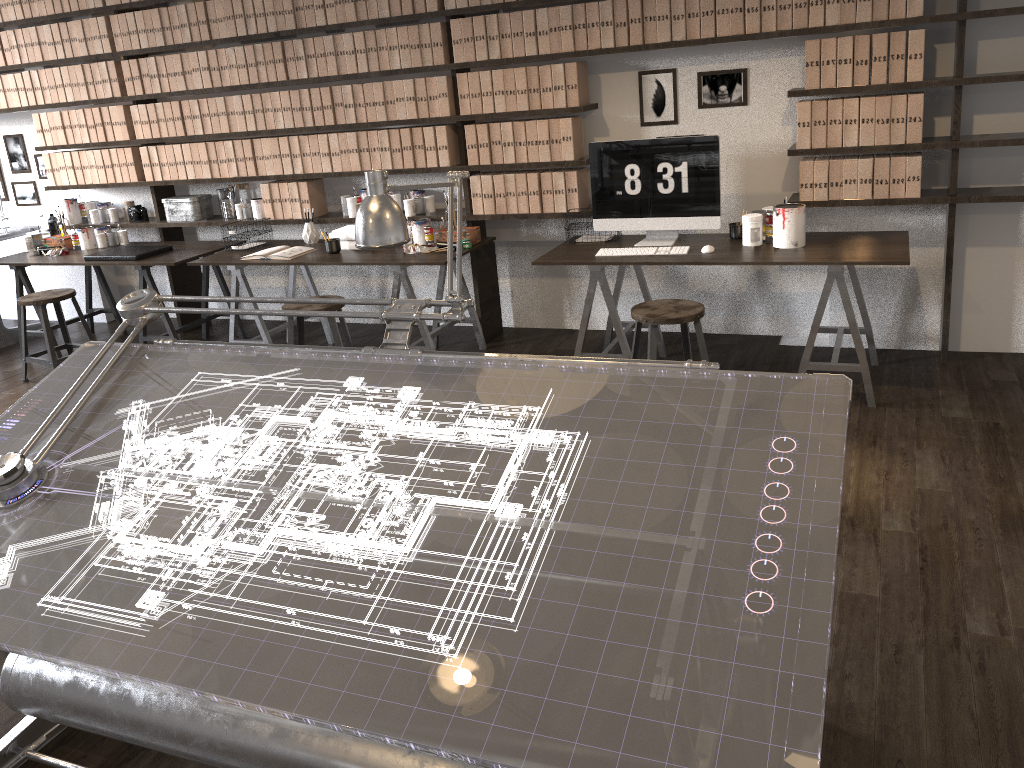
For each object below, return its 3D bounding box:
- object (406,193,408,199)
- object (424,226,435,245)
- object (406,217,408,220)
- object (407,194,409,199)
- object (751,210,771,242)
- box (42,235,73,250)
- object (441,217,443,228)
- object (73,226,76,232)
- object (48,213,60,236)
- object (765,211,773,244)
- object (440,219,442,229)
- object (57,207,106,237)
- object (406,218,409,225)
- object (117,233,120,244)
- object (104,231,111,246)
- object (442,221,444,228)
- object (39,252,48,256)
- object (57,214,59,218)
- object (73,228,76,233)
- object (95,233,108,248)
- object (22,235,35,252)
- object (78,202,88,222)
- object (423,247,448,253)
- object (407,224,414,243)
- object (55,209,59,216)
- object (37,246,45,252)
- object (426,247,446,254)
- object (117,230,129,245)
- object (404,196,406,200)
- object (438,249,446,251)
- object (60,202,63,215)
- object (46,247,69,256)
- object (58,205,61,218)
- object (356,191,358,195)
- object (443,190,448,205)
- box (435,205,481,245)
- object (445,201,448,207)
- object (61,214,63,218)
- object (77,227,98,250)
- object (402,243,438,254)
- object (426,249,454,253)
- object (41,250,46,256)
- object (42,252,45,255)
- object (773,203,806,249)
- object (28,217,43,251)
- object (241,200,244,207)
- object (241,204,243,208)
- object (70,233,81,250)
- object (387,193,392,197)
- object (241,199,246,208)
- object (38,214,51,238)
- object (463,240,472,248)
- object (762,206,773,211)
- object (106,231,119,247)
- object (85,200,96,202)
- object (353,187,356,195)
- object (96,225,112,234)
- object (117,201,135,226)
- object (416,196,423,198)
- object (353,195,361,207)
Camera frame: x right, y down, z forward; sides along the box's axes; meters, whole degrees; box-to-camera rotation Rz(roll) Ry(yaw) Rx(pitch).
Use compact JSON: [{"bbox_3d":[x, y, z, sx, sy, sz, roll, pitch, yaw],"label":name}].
[{"bbox_3d":[-0.612,-1.068,5.226,0.004,0.133,0.030,1,18,19],"label":"object"},{"bbox_3d":[-0.459,-0.820,4.915,0.050,0.110,0.050,3,19,26],"label":"object"},{"bbox_3d":[-0.596,-0.904,5.147,0.030,0.131,0.004,4,19,28],"label":"object"},{"bbox_3d":[-0.605,-1.071,5.231,0.005,0.117,0.036,1,18,20],"label":"object"},{"bbox_3d":[1.203,-0.761,4.272,0.097,0.141,0.097,10,23,39],"label":"object"},{"bbox_3d":[-3.080,-0.968,6.059,0.212,0.082,0.139,3,20,23],"label":"box"},{"bbox_3d":[-0.391,-0.858,4.941,0.033,0.145,0.005,2,18,23],"label":"object"},{"bbox_3d":[-2.965,-1.003,6.035,0.033,0.145,0.005,2,19,24],"label":"object"},{"bbox_3d":[-3.186,-1.074,6.176,0.069,0.226,0.069,1,18,20],"label":"object"},{"bbox_3d":[1.233,-0.737,4.191,0.068,0.152,0.069,-5,17,1],"label":"object"},{"bbox_3d":[-0.401,-0.857,4.940,0.040,0.128,0.005,2,18,22],"label":"object"},{"bbox_3d":[-2.958,-1.119,6.119,0.077,0.144,0.348,12,25,44],"label":"object"},{"bbox_3d":[-0.591,-0.902,5.139,0.036,0.116,0.005,4,19,29],"label":"object"},{"bbox_3d":[-2.690,-0.995,6.049,0.054,0.079,0.054,3,19,24],"label":"object"},{"bbox_3d":[-2.732,-0.986,6.002,0.045,0.099,0.045,2,19,23],"label":"object"},{"bbox_3d":[-0.391,-0.861,4.960,0.040,0.122,0.005,1,18,20],"label":"object"},{"bbox_3d":[-3.110,-0.867,5.886,0.006,0.006,0.159,-4,19,4],"label":"object"},{"bbox_3d":[-3.061,-1.084,6.017,0.005,0.151,0.037,1,18,19],"label":"object"},{"bbox_3d":[-2.959,-1.002,6.027,0.040,0.128,0.005,3,19,25],"label":"object"},{"bbox_3d":[-2.756,-0.964,5.947,0.062,0.093,0.062,-14,19,-24],"label":"object"},{"bbox_3d":[-3.309,-0.962,6.073,0.068,0.103,0.069,4,20,27],"label":"object"},{"bbox_3d":[-3.050,-1.224,6.308,0.050,0.137,0.051,1,18,21],"label":"object"},{"bbox_3d":[-0.398,-0.718,4.738,0.171,0.017,0.011,-8,18,-7],"label":"object"},{"bbox_3d":[-0.577,-0.864,5.086,0.045,0.099,0.045,2,19,23],"label":"object"},{"bbox_3d":[-3.063,-1.100,6.024,0.071,0.183,0.008,3,19,24],"label":"object"},{"bbox_3d":[-3.200,-0.919,6.023,0.049,0.037,0.050,1,20,20],"label":"object"},{"bbox_3d":[-0.405,-0.714,4.736,0.006,0.006,0.158,11,25,42],"label":"object"},{"bbox_3d":[-2.627,-0.990,5.988,0.062,0.093,0.062,-11,18,-16],"label":"object"},{"bbox_3d":[-0.624,-1.063,5.240,0.004,0.103,0.035,1,18,21],"label":"object"},{"bbox_3d":[-0.402,-0.713,4.748,0.119,0.006,0.008,-11,19,-16],"label":"object"},{"bbox_3d":[-3.050,-1.123,6.025,0.007,0.225,0.021,6,20,34],"label":"object"},{"bbox_3d":[-3.010,-0.880,5.854,0.133,0.050,0.198,-19,23,-34],"label":"object"},{"bbox_3d":[-3.054,-1.107,6.006,0.007,0.211,0.055,-15,19,-29],"label":"object"},{"bbox_3d":[-0.938,-1.122,5.451,0.035,0.128,0.004,5,20,30],"label":"object"},{"bbox_3d":[-0.347,-0.957,4.863,0.055,0.211,0.007,5,20,30],"label":"object"},{"bbox_3d":[-0.301,-0.869,4.857,0.212,0.204,0.139,3,19,23],"label":"box"},{"bbox_3d":[-0.339,-0.930,4.860,0.038,0.151,0.008,-10,18,-16],"label":"object"},{"bbox_3d":[-3.043,-1.085,6.027,0.005,0.150,0.045,-7,17,-6],"label":"object"},{"bbox_3d":[-2.864,-0.983,5.973,0.105,0.139,0.105,0,18,16],"label":"object"},{"bbox_3d":[-0.497,-0.738,4.786,0.197,0.050,0.134,-7,19,-5],"label":"object"},{"bbox_3d":[-0.385,-0.712,4.740,0.158,0.005,0.005,-9,18,-10],"label":"object"},{"bbox_3d":[-3.113,-0.872,5.892,0.011,0.017,0.173,-17,22,-32],"label":"object"},{"bbox_3d":[-3.122,-0.867,5.903,0.005,0.005,0.159,-16,22,-29],"label":"object"},{"bbox_3d":[1.281,-0.727,4.094,0.144,0.193,0.147,-6,18,-3],"label":"object"},{"bbox_3d":[-3.246,-1.021,6.040,0.069,0.226,0.069,1,18,20],"label":"object"},{"bbox_3d":[-1.716,-1.121,5.683,0.028,0.125,0.004,2,18,22],"label":"object"},{"bbox_3d":[-1.715,-1.112,5.669,0.035,0.101,0.005,1,18,19],"label":"object"},{"bbox_3d":[-2.939,-0.960,5.969,0.049,0.110,0.050,1,18,20],"label":"object"},{"bbox_3d":[-0.735,-1.081,5.325,0.044,0.126,0.045,9,23,40],"label":"object"},{"bbox_3d":[-1.711,-1.130,5.684,0.041,0.123,0.008,-2,17,12],"label":"object"},{"bbox_3d":[-3.219,-1.049,6.101,0.069,0.234,0.069,1,18,20],"label":"object"},{"bbox_3d":[-0.241,-0.751,4.765,0.049,0.037,0.050,4,21,26],"label":"object"},{"bbox_3d":[1.275,-0.793,4.340,0.095,0.142,0.095,10,23,39],"label":"object"},{"bbox_3d":[-2.688,-0.976,5.964,0.063,0.092,0.064,-11,18,-16],"label":"object"},{"bbox_3d":[-3.042,-1.265,6.422,0.070,0.128,0.071,-11,18,-18],"label":"object"},{"bbox_3d":[-0.949,-1.126,5.435,0.041,0.166,0.009,3,19,27],"label":"object"},{"bbox_3d":[-2.778,-1.011,6.050,0.095,0.126,0.095,4,20,27],"label":"object"},{"bbox_3d":[-2.666,-1.177,6.136,0.107,0.159,0.239,-8,19,-10],"label":"object"},{"bbox_3d":[-0.545,-1.064,5.256,0.044,0.101,0.045,-1,18,15],"label":"object"},{"bbox_3d":[-0.934,-1.082,5.379,0.045,0.126,0.045,2,19,23],"label":"object"}]
